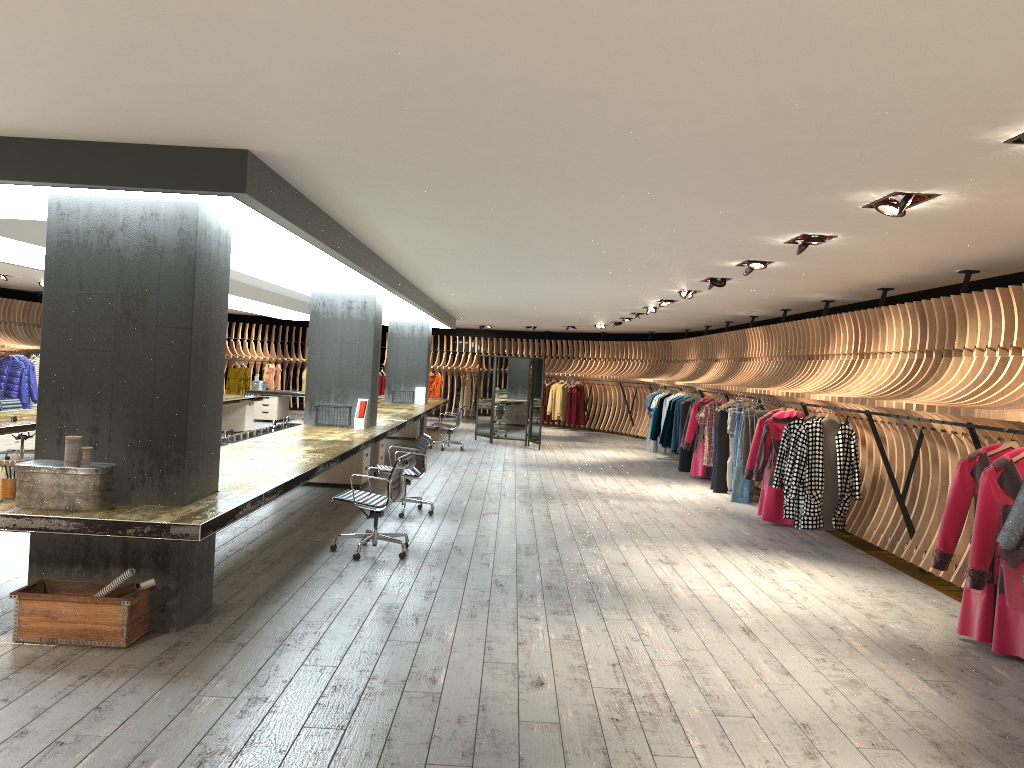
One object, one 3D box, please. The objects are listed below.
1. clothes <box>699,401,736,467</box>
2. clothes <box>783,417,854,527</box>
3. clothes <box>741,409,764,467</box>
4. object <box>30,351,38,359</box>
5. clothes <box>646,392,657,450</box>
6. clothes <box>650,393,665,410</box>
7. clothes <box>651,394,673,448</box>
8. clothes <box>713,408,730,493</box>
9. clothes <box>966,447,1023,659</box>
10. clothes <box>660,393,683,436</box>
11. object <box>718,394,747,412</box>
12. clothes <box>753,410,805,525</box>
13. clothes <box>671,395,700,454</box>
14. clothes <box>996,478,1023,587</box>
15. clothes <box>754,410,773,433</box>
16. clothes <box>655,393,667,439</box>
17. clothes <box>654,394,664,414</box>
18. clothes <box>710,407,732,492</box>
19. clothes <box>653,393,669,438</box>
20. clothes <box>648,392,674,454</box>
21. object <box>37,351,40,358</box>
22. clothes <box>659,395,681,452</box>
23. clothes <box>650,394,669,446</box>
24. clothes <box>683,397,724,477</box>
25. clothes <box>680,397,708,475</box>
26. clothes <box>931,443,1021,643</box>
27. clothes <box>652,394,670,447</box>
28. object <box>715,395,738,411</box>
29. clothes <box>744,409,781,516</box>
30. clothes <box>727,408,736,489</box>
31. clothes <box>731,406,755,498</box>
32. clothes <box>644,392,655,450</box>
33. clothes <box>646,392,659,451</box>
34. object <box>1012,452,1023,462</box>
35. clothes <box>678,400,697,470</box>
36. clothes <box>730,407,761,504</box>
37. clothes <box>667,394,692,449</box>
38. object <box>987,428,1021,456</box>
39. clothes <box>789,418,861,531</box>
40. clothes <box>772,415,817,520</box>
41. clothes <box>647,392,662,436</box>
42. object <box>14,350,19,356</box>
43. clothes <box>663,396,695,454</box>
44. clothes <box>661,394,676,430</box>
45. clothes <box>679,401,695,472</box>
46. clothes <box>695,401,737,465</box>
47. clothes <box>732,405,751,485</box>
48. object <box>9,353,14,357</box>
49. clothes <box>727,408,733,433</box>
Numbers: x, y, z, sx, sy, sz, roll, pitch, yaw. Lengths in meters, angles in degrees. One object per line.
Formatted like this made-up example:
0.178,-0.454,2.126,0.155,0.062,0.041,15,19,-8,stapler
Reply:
3.205,0.776,13.595,0.759,1.030,0.179,3,0,-14,clothes
3.220,0.920,9.241,0.773,1.160,0.191,3,0,0,clothes
3.197,0.724,11.746,0.278,0.767,0.263,3,0,7,clothes
-9.880,-0.524,18.350,0.518,0.313,0.012,3,0,0,object
3.224,0.895,19.263,0.677,1.434,0.204,3,0,-10,clothes
3.241,0.648,18.394,0.743,0.931,0.158,3,0,4,clothes
3.238,0.737,17.570,0.914,1.081,0.238,3,0,5,clothes
3.222,1.030,12.888,0.539,1.352,0.087,3,0,0,clothes
3.275,1.058,5.497,0.840,1.317,0.318,3,0,7,clothes
3.207,0.726,16.963,0.733,1.106,0.165,3,0,0,clothes
3.260,0.283,12.880,0.525,0.270,0.012,3,0,0,object
3.216,0.958,10.299,0.840,1.312,0.321,3,0,29,clothes
3.249,0.737,15.959,0.715,1.088,0.257,3,0,6,clothes
3.195,0.798,5.111,0.746,0.854,0.166,4,1,45,clothes
3.319,0.727,11.572,0.336,0.776,0.254,3,0,15,clothes
3.227,0.666,18.124,0.742,0.950,0.168,3,0,-16,clothes
3.273,0.665,18.343,0.743,0.960,0.167,3,0,-6,clothes
3.205,1.025,13.092,0.539,1.352,0.087,3,0,40,clothes
3.213,0.653,17.937,0.734,0.937,0.164,3,0,4,clothes
3.221,0.900,18.987,0.677,1.434,0.204,3,0,-15,clothes
-9.879,-0.529,18.586,0.518,0.313,0.012,3,0,0,object
3.236,0.752,16.629,0.914,1.081,0.238,3,0,5,clothes
3.238,0.733,17.780,0.913,1.081,0.238,3,0,0,clothes
3.224,0.874,14.437,0.840,1.312,0.321,3,0,9,clothes
3.226,0.868,14.727,0.840,1.312,0.321,3,0,-1,clothes
3.205,1.044,5.776,0.840,1.312,0.321,3,0,29,clothes
3.245,0.735,17.657,0.913,1.081,0.238,3,0,0,clothes
3.252,0.279,13.093,0.525,0.270,0.012,4,1,40,object
3.215,0.953,10.588,0.840,1.312,0.321,3,0,19,clothes
3.181,0.918,12.578,0.278,1.141,0.172,3,0,7,clothes
3.237,0.946,12.180,0.277,1.291,0.316,3,0,-36,clothes
3.223,0.892,19.404,0.677,1.434,0.204,3,0,15,clothes
3.222,0.898,19.122,0.677,1.434,0.204,3,0,15,clothes
3.265,0.438,5.516,0.523,0.291,0.015,3,0,10,object
3.227,0.975,15.677,0.539,1.352,0.087,3,0,25,clothes
3.174,1.065,12.035,0.373,1.536,0.312,3,0,11,clothes
3.250,0.729,16.397,0.715,1.088,0.257,3,0,-4,clothes
3.259,0.422,5.789,0.525,0.270,0.012,4,0,30,object
3.206,0.924,9.017,0.772,1.160,0.191,3,0,-10,clothes
3.207,0.914,9.533,0.773,1.160,0.191,3,0,20,clothes
3.185,0.657,18.537,0.738,0.971,0.167,3,0,9,clothes
-9.891,-0.523,17.708,0.523,0.291,0.012,3,0,0,object
3.242,0.759,16.273,0.913,1.081,0.238,3,0,0,clothes
3.264,0.725,17.153,0.733,1.106,0.165,3,0,5,clothes
3.208,0.978,15.485,0.539,1.352,0.087,3,0,5,clothes
3.221,0.775,13.817,0.760,1.020,0.188,3,0,1,clothes
3.194,1.054,12.327,0.277,1.543,0.316,3,0,-1,clothes
-9.925,-0.517,17.567,0.523,0.292,0.012,3,0,0,object
3.194,0.919,12.684,0.273,1.143,0.170,3,0,32,clothes
